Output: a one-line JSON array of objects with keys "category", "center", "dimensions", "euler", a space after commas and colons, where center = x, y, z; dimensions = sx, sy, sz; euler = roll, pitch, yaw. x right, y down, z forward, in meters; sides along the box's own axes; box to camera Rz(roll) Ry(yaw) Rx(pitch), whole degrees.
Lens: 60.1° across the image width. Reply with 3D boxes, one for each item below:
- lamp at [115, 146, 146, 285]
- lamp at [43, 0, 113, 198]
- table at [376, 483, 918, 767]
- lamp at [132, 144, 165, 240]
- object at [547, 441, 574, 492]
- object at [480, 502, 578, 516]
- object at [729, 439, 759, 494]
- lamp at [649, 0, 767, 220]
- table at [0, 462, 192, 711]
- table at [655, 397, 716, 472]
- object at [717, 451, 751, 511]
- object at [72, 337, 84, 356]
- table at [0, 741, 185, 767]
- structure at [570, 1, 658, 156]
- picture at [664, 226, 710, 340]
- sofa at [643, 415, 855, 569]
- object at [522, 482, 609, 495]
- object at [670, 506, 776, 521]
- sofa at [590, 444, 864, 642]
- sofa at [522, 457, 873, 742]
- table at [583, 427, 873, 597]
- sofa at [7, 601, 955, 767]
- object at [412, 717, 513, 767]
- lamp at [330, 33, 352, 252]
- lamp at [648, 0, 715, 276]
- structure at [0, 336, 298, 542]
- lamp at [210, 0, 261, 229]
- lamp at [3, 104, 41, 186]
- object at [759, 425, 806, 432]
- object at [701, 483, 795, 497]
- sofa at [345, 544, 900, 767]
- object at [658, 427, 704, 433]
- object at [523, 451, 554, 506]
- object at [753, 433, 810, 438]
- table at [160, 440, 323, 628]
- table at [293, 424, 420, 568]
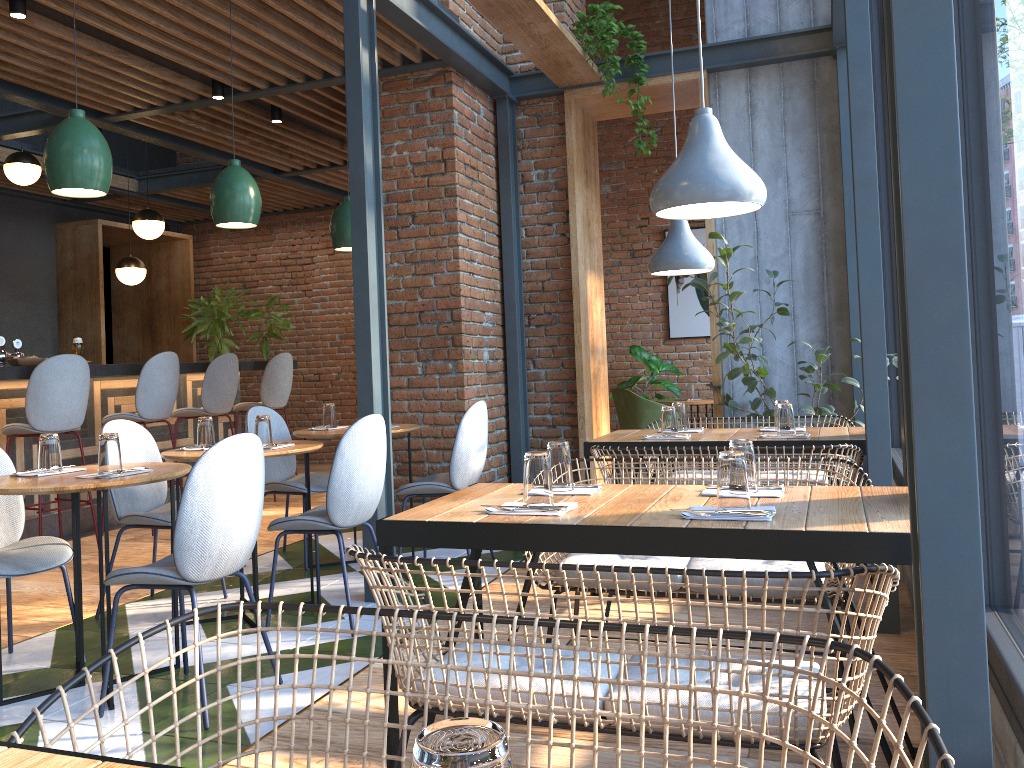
[{"category": "lamp", "center": [-3.672, -2.829, 8.412], "dimensions": [0.268, 3.798, 0.268], "euler": [-3, -2, 40]}, {"category": "lamp", "center": [-1.592, -1.694, 3.198], "dimensions": [0.223, 2.024, 0.224], "euler": [-3, -1, 23]}, {"category": "table", "center": [0.385, 0.659, 2.282], "dimensions": [1.270, 0.707, 0.658], "euler": [-2, 0, 20]}, {"category": "lamp", "center": [-3.290, -3.176, 7.887], "dimensions": [0.268, 3.798, 0.268], "euler": [-3, -2, 29]}, {"category": "object", "center": [0.135, 0.234, 2.533], "dimensions": [0.080, 0.138, 0.080], "euler": [-3, -1, 42]}, {"category": "object", "center": [0.040, 0.311, 2.254], "dimensions": [0.242, 0.019, 0.157], "euler": [-2, 2, 22]}, {"category": "object", "center": [0.615, 0.218, 2.367], "dimensions": [0.080, 0.138, 0.080], "euler": [-2, -1, -15]}, {"category": "lamp", "center": [0.511, -2.776, 2.777], "dimensions": [0.352, 4.495, 0.353], "euler": [-3, -2, 36]}, {"category": "table", "center": [-1.495, 0.694, 3.141], "dimensions": [0.699, 0.748, 0.700], "euler": [-2, 0, 30]}, {"category": "table", "center": [1.686, 0.477, 7.802], "dimensions": [0.807, 0.688, 0.807], "euler": [-2, 0, 3]}, {"category": "object", "center": [0.522, 0.229, 2.094], "dimensions": [0.080, 0.138, 0.080], "euler": [-2, -1, -6]}, {"category": "object", "center": [-2.888, -0.218, 5.896], "dimensions": [0.070, 0.183, 0.070], "euler": [-3, -1, 40]}, {"category": "table", "center": [-0.263, 0.730, 0.486], "dimensions": [1.270, 0.707, 0.658], "euler": [-2, 0, 20]}, {"category": "structure", "center": [0.654, -1.923, 5.623], "dimensions": [0.513, 0.970, 0.664], "euler": [-2, 0, 12]}, {"category": "picture", "center": [1.876, -0.999, 8.696], "dimensions": [0.725, 1.096, 0.023], "euler": [-3, -1, 20]}, {"category": "sofa", "center": [1.241, 0.552, 4.653], "dimensions": [1.091, 0.733, 0.470], "euler": [-2, 0, 20]}, {"category": "object", "center": [0.156, 0.299, 2.550], "dimensions": [0.242, 0.019, 0.157], "euler": [-2, 1, 19]}, {"category": "object", "center": [0.496, 0.297, 2.078], "dimensions": [0.242, 0.019, 0.157], "euler": [-2, 1, 21]}, {"category": "sofa", "center": [0.858, 0.594, 3.591], "dimensions": [1.091, 0.733, 0.470], "euler": [-2, 0, 20]}, {"category": "sofa", "center": [0.576, 0.625, 2.812], "dimensions": [1.091, 0.733, 0.470], "euler": [-2, 0, 20]}, {"category": "table", "center": [1.048, 0.586, 4.116], "dimensions": [1.270, 0.707, 0.658], "euler": [-2, 0, 20]}, {"category": "sofa", "center": [-0.071, 0.696, 1.019], "dimensions": [1.091, 0.733, 0.470], "euler": [-2, 0, 20]}, {"category": "object", "center": [-0.030, 0.290, 0.558], "dimensions": [0.080, 0.138, 0.080], "euler": [-2, -1, -5]}, {"category": "lamp", "center": [-0.945, -1.765, 4.988], "dimensions": [0.223, 2.024, 0.224], "euler": [-3, -1, 23]}, {"category": "lamp", "center": [0.810, -2.838, 4.769], "dimensions": [0.352, 4.495, 0.353], "euler": [-3, -1, 25]}, {"category": "structure", "center": [-4.105, 0.397, 6.291], "dimensions": [2.914, 1.397, 4.922], "euler": [-2, 1, 20]}, {"category": "lamp", "center": [-1.289, -1.727, 4.036], "dimensions": [0.223, 2.024, 0.224], "euler": [-3, -1, 23]}, {"category": "lamp", "center": [-4.022, -3.500, 7.190], "dimensions": [0.268, 3.798, 0.268], "euler": [-3, -1, 25]}, {"category": "object", "center": [1.300, 0.210, 4.214], "dimensions": [0.242, 0.019, 0.157], "euler": [-2, 1, 20]}, {"category": "object", "center": [0.634, 0.283, 2.384], "dimensions": [0.242, 0.019, 0.157], "euler": [-2, 2, 22]}, {"category": "sofa", "center": [0.193, 0.667, 1.750], "dimensions": [1.091, 0.733, 0.470], "euler": [-2, 0, 20]}, {"category": "object", "center": [0.847, 0.225, 4.378], "dimensions": [0.242, 0.019, 0.157], "euler": [-2, 2, 23]}, {"category": "object", "center": [0.065, 0.243, 2.269], "dimensions": [0.080, 0.138, 0.080], "euler": [-2, -1, -5]}, {"category": "object", "center": [1.186, 0.223, 3.900], "dimensions": [0.242, 0.019, 0.157], "euler": [-2, 1, 20]}, {"category": "table", "center": [-1.192, 0.660, 3.979], "dimensions": [0.700, 0.748, 0.698], "euler": [-2, 0, -28]}, {"category": "table", "center": [-0.848, 0.623, 4.933], "dimensions": [0.700, 0.748, 0.698], "euler": [-2, 0, -24]}]
